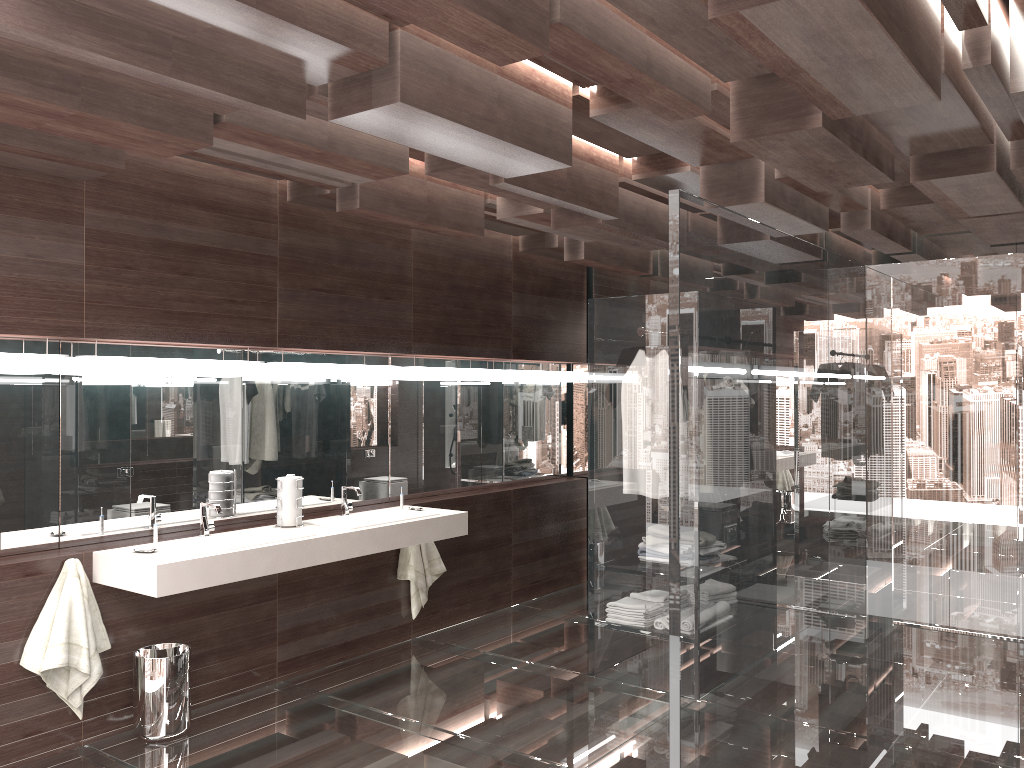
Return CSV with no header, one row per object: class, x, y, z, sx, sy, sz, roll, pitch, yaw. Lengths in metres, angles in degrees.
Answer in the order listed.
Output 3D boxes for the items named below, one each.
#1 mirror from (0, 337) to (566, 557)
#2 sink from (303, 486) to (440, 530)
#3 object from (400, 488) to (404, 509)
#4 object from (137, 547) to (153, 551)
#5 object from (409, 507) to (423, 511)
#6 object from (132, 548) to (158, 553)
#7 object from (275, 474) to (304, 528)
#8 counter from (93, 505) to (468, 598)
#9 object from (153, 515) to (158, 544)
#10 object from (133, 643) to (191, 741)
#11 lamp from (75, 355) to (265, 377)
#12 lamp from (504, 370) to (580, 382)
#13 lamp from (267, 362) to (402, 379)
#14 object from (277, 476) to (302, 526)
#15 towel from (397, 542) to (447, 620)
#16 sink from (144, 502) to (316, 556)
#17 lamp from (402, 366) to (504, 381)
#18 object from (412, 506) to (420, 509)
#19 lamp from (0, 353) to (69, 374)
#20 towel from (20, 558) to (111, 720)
mirror,0.579,0.265,3.914,4.126,0.916,5.081,0,-1,37
sink,-0.778,0.666,4.836,0.427,0.193,0.681,0,-1,37
object,-0.647,0.670,5.204,0.022,0.132,0.022,0,-1,-16
object,-1.579,0.711,3.815,0.066,0.016,0.035,0,-1,13
object,-0.561,0.730,5.176,0.065,0.011,0.108,0,-1,-32
object,-1.579,0.718,3.815,0.108,0.011,0.065,0,-1,15
object,-1.142,0.600,4.561,0.145,0.261,0.136,0,-1,-10
counter,-1.030,0.795,4.463,0.488,0.131,1.954,0,-1,37
object,-1.613,0.659,4.014,0.022,0.132,0.022,0,-1,18
object,-1.530,1.345,3.881,0.237,0.358,0.237,0,-1,-21
lamp,-1.600,-0.080,4.248,0.082,0.082,0.950,0,-1,37
lamp,0.230,-0.058,6.719,0.082,0.082,0.950,0,-1,37
lamp,-0.989,-0.073,5.074,0.082,0.082,0.950,0,-1,37
object,-1.141,0.601,4.553,0.124,0.246,0.128,0,-1,18
towel,-0.533,1.090,5.396,0.156,0.678,0.368,0,-1,36
sink,-1.313,0.660,4.114,0.427,0.193,0.681,0,-1,37
lamp,-0.371,-0.065,5.908,0.082,0.082,0.950,0,-1,37
object,-0.561,0.723,5.176,0.035,0.016,0.066,0,-1,-34
lamp,-2.208,-0.087,3.429,0.082,0.082,0.950,0,-1,37
towel,-1.810,1.075,3.672,0.156,0.678,0.368,0,-1,37
